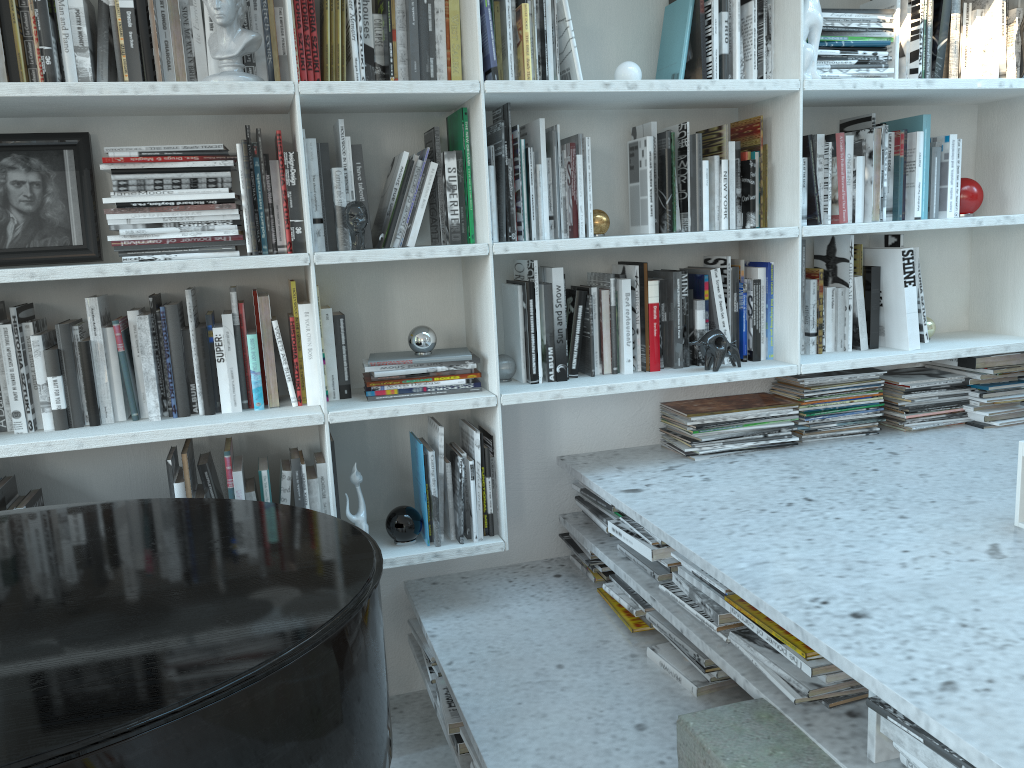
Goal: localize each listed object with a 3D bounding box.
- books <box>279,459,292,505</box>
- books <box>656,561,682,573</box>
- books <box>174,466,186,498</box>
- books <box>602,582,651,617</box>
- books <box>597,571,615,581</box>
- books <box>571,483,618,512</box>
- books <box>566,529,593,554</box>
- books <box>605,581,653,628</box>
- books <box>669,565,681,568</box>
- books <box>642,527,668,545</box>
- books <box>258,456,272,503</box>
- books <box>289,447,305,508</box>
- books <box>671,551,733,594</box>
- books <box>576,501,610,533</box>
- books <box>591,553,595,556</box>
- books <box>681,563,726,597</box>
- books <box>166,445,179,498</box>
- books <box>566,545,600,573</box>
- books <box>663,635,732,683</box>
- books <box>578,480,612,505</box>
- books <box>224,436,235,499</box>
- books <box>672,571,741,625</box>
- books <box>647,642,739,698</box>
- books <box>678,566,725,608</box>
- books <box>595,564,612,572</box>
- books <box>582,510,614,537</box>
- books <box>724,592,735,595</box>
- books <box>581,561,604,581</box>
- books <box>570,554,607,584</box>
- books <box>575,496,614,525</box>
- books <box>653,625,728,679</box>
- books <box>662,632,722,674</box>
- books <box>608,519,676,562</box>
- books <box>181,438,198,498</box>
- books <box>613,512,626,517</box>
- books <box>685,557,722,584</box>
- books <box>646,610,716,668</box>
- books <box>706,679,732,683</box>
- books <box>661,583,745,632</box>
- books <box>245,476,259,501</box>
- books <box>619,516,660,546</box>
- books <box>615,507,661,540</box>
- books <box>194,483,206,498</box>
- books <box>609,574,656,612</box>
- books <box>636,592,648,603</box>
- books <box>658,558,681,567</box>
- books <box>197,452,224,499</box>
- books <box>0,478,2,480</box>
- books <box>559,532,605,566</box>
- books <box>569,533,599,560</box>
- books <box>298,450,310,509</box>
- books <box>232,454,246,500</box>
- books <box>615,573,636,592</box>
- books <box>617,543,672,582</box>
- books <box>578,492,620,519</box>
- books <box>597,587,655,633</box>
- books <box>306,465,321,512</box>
[{"bbox_3d":[-0.575,0.310,2.238,0.053,0.220,0.132,-6,11,-15],"label":"books"},{"bbox_3d":[0.405,0.411,2.212,0.131,0.021,0.239,-5,10,-13],"label":"books"},{"bbox_3d":[-0.789,0.330,2.157,0.025,0.231,0.175,-6,11,-15],"label":"books"},{"bbox_3d":[0.348,0.527,2.229,0.180,0.017,0.182,-6,10,-18],"label":"books"},{"bbox_3d":[0.282,0.494,2.533,0.147,0.014,0.291,-6,10,-15],"label":"books"},{"bbox_3d":[0.296,0.303,2.468,0.171,0.015,0.252,-7,10,-20],"label":"books"},{"bbox_3d":[0.262,0.426,2.516,0.174,0.009,0.239,-5,10,-13],"label":"books"},{"bbox_3d":[0.361,0.541,2.235,0.160,0.014,0.267,-6,10,-16],"label":"books"},{"bbox_3d":[0.392,0.397,2.206,0.152,0.009,0.258,-6,10,-18],"label":"books"},{"bbox_3d":[0.389,0.343,2.196,0.143,0.012,0.263,-5,10,-10],"label":"books"},{"bbox_3d":[-0.608,0.310,2.209,0.024,0.233,0.146,-6,11,-15],"label":"books"},{"bbox_3d":[-0.537,0.294,2.235,0.022,0.249,0.129,-6,11,-15],"label":"books"},{"bbox_3d":[0.471,0.390,1.907,0.167,0.008,0.234,-6,10,-16],"label":"books"},{"bbox_3d":[0.301,0.357,2.479,0.175,0.017,0.265,-5,10,-12],"label":"books"},{"bbox_3d":[0.269,0.437,2.519,0.152,0.015,0.207,-5,10,-10],"label":"books"},{"bbox_3d":[0.482,0.412,1.914,0.150,0.013,0.215,-6,10,-15],"label":"books"},{"bbox_3d":[-0.809,0.304,2.149,0.012,0.285,0.159,-6,11,-15],"label":"books"},{"bbox_3d":[0.271,0.482,2.528,0.170,0.012,0.214,-6,10,-15],"label":"books"},{"bbox_3d":[0.445,0.575,1.939,0.161,0.012,0.253,-5,10,-14],"label":"books"},{"bbox_3d":[0.306,0.290,2.469,0.167,0.008,0.234,-6,10,-16],"label":"books"},{"bbox_3d":[-0.681,0.289,2.174,0.015,0.294,0.169,-6,11,-15],"label":"books"},{"bbox_3d":[0.469,0.449,1.916,0.164,0.023,0.241,-5,10,-11],"label":"books"},{"bbox_3d":[0.428,0.611,1.940,0.188,0.028,0.202,-7,10,-20],"label":"books"},{"bbox_3d":[0.479,0.428,1.916,0.154,0.018,0.220,-6,10,-16],"label":"books"},{"bbox_3d":[0.274,0.470,2.526,0.158,0.012,0.278,-6,10,-16],"label":"books"},{"bbox_3d":[0.310,0.373,2.484,0.163,0.017,0.232,-5,10,-13],"label":"books"},{"bbox_3d":[0.479,0.400,1.911,0.144,0.013,0.220,-5,10,-12],"label":"books"},{"bbox_3d":[0.274,0.504,2.532,0.144,0.005,0.256,-5,10,-10],"label":"books"},{"bbox_3d":[0.274,0.516,2.534,0.163,0.019,0.187,-6,10,-16],"label":"books"},{"bbox_3d":[0.304,0.342,2.477,0.179,0.012,0.261,-6,10,-15],"label":"books"},{"bbox_3d":[0.440,0.561,1.936,0.156,0.017,0.262,-6,10,-19],"label":"books"},{"bbox_3d":[0.435,0.549,1.932,0.178,0.009,0.276,-5,10,-14],"label":"books"},{"bbox_3d":[0.374,0.372,2.196,0.189,0.030,0.237,-6,10,-18],"label":"books"},{"bbox_3d":[-0.769,0.294,2.144,0.013,0.304,0.181,-6,11,-15],"label":"books"},{"bbox_3d":[0.318,0.323,2.478,0.145,0.008,0.297,-6,10,-16],"label":"books"},{"bbox_3d":[0.476,0.381,1.907,0.160,0.010,0.179,-6,10,-15],"label":"books"},{"bbox_3d":[0.430,0.536,1.928,0.181,0.017,0.249,-6,10,-18],"label":"books"},{"bbox_3d":[0.452,0.587,1.943,0.138,0.015,0.214,-5,10,-11],"label":"books"},{"bbox_3d":[0.462,0.467,1.917,0.190,0.012,0.234,-6,10,-17],"label":"books"},{"bbox_3d":[-0.637,0.337,2.210,0.036,0.183,0.146,-6,11,-15],"label":"books"},{"bbox_3d":[0.384,0.353,2.196,0.171,0.007,0.206,-5,10,-13],"label":"books"},{"bbox_3d":[0.387,0.328,2.193,0.163,0.018,0.289,-6,10,-16],"label":"books"},{"bbox_3d":[-0.747,0.350,2.157,0.025,0.185,0.170,-6,10,-15],"label":"books"},{"bbox_3d":[0.360,0.513,2.231,0.159,0.009,0.228,-5,10,-14],"label":"books"},{"bbox_3d":[0.359,0.487,2.226,0.144,0.009,0.249,-5,10,-11],"label":"books"},{"bbox_3d":[0.388,0.389,2.203,0.163,0.008,0.294,-6,10,-17],"label":"books"},{"bbox_3d":[-0.726,0.305,2.191,0.066,0.261,0.132,-6,11,-15],"label":"books"},{"bbox_3d":[-1.170,0.358,2.037,0.011,0.254,0.173,-6,11,-15],"label":"books"},{"bbox_3d":[0.261,0.457,2.520,0.184,0.006,0.262,-5,10,-14],"label":"books"},{"bbox_3d":[0.267,0.449,2.521,0.159,0.009,0.210,-5,10,-11],"label":"books"},{"bbox_3d":[-0.519,0.299,2.233,0.010,0.239,0.167,-6,11,-15],"label":"books"},{"bbox_3d":[-0.661,0.312,2.179,0.021,0.245,0.179,-6,11,-15],"label":"books"},{"bbox_3d":[0.365,0.499,2.230,0.137,0.018,0.200,-6,10,-19],"label":"books"},{"bbox_3d":[0.388,0.431,2.210,0.173,0.017,0.232,-6,10,-16],"label":"books"},{"bbox_3d":[0.310,0.332,2.477,0.156,0.009,0.286,-6,10,-17],"label":"books"},{"bbox_3d":[0.344,0.554,2.233,0.187,0.009,0.260,-5,10,-12],"label":"books"},{"bbox_3d":[-0.501,0.317,2.244,0.027,0.197,0.146,-6,11,-15],"label":"books"}]
